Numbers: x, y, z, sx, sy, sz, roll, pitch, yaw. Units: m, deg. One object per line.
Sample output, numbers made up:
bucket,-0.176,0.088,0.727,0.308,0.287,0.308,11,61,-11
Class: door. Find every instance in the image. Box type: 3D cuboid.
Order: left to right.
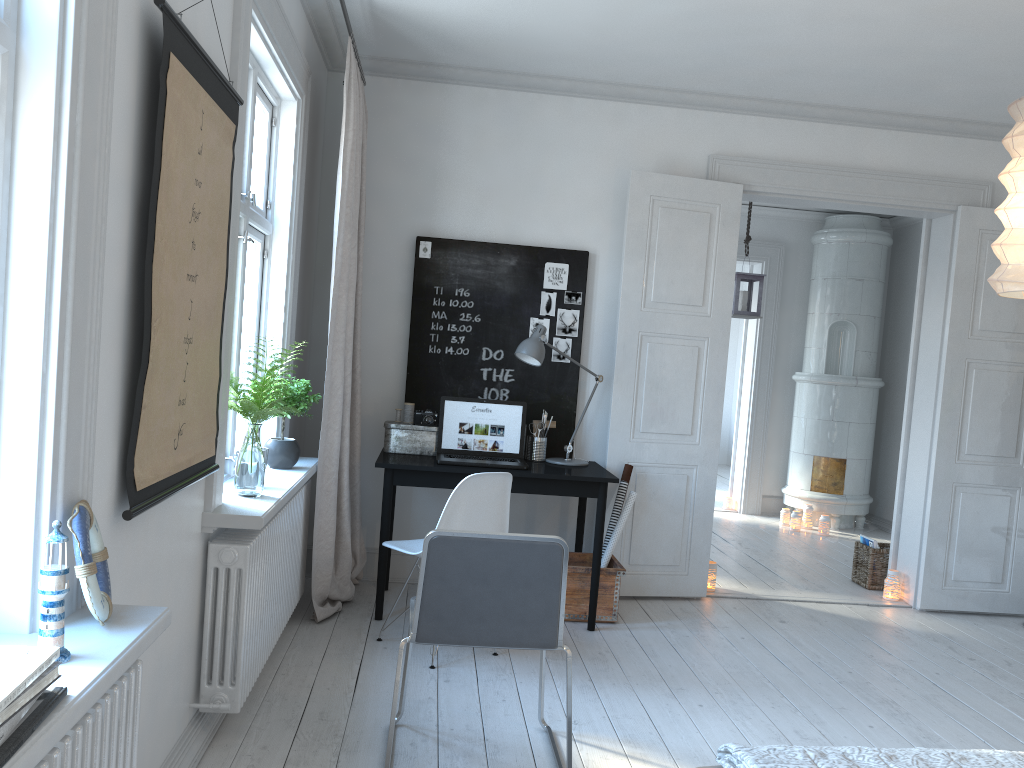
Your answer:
door,1.556,-0.099,8.219,2.599,2.508,0.577,4,3,-5
door,1.816,0.026,5.220,2.599,2.508,0.577,4,3,-5

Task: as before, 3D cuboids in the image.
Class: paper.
paper,0.504,0.848,4.678,0.043,0.669,0.266,7,4,40
paper,0.508,0.867,4.620,0.283,0.627,0.041,3,3,-27
paper,0.528,0.804,4.748,0.048,0.747,0.297,7,4,40

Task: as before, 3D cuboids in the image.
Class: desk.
desk,-0.120,0.775,4.530,1.159,0.759,0.650,4,3,-5

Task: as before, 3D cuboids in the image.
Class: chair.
chair,-0.280,0.752,3.873,0.474,0.825,0.553,2,4,-40
chair,-0.094,0.817,2.838,0.562,0.798,0.524,4,3,-5

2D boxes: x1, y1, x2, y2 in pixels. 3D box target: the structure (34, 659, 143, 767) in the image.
structure,-0.794,0.844,1.081,0.195,0.547,1.504,4,2,-5

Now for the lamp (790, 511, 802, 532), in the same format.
lamp,2.406,1.162,7.517,0.089,0.166,0.089,4,3,-4

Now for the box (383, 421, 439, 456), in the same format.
box,-0.514,0.283,4.640,0.317,0.152,0.192,4,2,-5

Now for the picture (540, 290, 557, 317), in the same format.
picture,0.200,-0.441,4.882,0.083,0.146,0.002,4,3,-5

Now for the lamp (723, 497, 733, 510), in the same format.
lamp,2.035,1.124,8.346,0.093,0.110,0.093,5,3,12

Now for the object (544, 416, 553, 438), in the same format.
object,0.173,0.289,4.716,0.084,0.240,0.009,3,3,-28

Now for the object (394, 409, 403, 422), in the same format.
object,-0.598,0.165,4.668,0.040,0.069,0.040,4,3,-17

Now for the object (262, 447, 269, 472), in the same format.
object,-0.950,0.308,3.262,0.097,0.146,0.097,4,3,1

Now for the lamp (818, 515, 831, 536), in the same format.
lamp,2.615,1.182,7.422,0.089,0.166,0.089,4,3,-6

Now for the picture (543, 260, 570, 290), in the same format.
picture,0.245,-0.598,4.876,0.147,0.154,0.004,4,3,-5

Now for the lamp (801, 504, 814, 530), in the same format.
lamp,2.554,1.147,7.662,0.098,0.210,0.098,4,3,-1

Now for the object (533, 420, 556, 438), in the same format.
object,0.173,0.302,4.771,0.138,0.209,0.034,3,3,-25

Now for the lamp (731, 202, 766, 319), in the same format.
lamp,1.756,-1.366,6.482,0.228,1.764,0.228,4,3,-8

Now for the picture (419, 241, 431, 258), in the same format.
picture,-0.470,-0.728,4.808,0.061,0.088,0.004,4,3,-8

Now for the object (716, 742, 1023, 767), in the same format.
object,1.137,0.788,1.700,1.460,0.104,0.404,4,2,-5

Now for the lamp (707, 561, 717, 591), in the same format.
lamp,1.163,1.135,5.242,0.089,0.166,0.089,4,3,-13

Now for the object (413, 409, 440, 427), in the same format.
object,-0.437,0.173,4.548,0.137,0.087,0.073,4,3,-5

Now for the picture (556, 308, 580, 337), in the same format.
picture,0.308,-0.341,4.897,0.121,0.153,0.002,4,3,-5

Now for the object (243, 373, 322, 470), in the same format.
object,-0.986,0.156,3.788,0.309,0.407,0.271,2,4,-45

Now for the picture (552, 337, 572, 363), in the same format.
picture,0.275,-0.190,4.903,0.103,0.136,0.001,4,3,-5

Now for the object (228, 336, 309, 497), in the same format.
object,-0.913,0.108,3.069,0.414,0.565,0.305,6,3,29

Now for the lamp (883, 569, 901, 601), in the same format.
lamp,2.297,1.215,5.356,0.093,0.180,0.092,3,3,-22

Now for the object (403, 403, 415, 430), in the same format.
object,-0.538,0.168,4.607,0.056,0.130,0.167,4,2,-7

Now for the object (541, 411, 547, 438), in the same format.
object,0.159,0.274,4.729,0.012,0.264,0.062,7,4,37

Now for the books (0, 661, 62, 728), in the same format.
books,-0.763,0.421,1.184,0.207,0.022,0.253,4,2,-4

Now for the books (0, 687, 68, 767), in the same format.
books,-0.760,0.463,1.190,0.219,0.013,0.272,4,2,-9

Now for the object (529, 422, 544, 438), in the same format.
object,0.120,0.302,4.723,0.081,0.198,0.050,5,3,20

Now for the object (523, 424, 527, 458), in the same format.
object,0.035,0.310,4.777,0.079,0.188,0.078,3,3,-26

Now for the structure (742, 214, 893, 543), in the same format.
structure,2.783,-0.068,7.782,0.799,2.830,1.248,7,4,40

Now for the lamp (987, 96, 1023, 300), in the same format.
lamp,1.555,-0.854,2.433,0.338,1.232,0.340,6,3,26

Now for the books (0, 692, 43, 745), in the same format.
books,-0.770,0.444,1.175,0.207,0.025,0.262,4,2,-12

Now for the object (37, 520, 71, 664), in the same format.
object,-0.758,0.341,1.467,0.060,0.235,0.059,7,4,37

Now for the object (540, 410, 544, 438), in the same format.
object,0.154,0.271,4.728,0.008,0.268,0.060,5,3,12

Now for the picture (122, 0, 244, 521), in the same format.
picture,-0.836,-0.369,2.310,0.057,1.314,0.792,4,3,-5

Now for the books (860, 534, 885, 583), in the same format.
books,2.371,1.142,5.725,0.201,0.300,0.179,4,3,-5

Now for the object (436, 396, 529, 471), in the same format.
object,-0.142,0.240,4.410,0.445,0.316,0.325,4,3,-5

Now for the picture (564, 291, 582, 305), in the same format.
picture,0.338,-0.477,4.892,0.095,0.071,0.001,4,3,-5

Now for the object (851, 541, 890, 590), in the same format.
object,2.382,1.175,5.728,0.270,0.265,0.223,4,3,-5

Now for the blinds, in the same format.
blinds,-0.771,-0.220,4.351,0.225,2.650,0.830,4,3,-5

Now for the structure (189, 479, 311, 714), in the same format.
structure,-1.004,0.743,3.497,0.195,0.547,1.504,4,2,-5

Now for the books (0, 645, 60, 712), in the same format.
books,-0.761,0.401,1.187,0.203,0.015,0.269,4,2,-8

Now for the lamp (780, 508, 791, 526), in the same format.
lamp,2.387,1.163,7.748,0.084,0.146,0.084,4,3,-1

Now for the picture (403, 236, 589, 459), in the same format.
picture,-0.093,-0.185,4.902,0.953,1.173,0.063,4,3,-5

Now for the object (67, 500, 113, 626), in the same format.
object,-0.791,0.336,1.673,0.079,0.228,0.235,3,3,-20

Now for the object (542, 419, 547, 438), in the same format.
object,0.161,0.297,4.721,0.009,0.222,0.082,6,3,24

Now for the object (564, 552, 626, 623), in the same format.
object,0.216,1.038,4.575,0.665,0.283,0.339,4,2,-5

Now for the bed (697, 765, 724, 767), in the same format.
bed,1.198,0.859,0.863,1.888,1.047,2.174,4,2,-5

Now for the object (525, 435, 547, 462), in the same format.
object,0.129,0.344,4.715,0.108,0.128,0.108,5,3,10

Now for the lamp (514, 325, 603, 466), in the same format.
lamp,0.243,0.061,4.641,0.617,0.716,0.229,3,3,-34

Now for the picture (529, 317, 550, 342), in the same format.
picture,0.150,-0.292,4.886,0.107,0.150,0.001,4,3,-5
